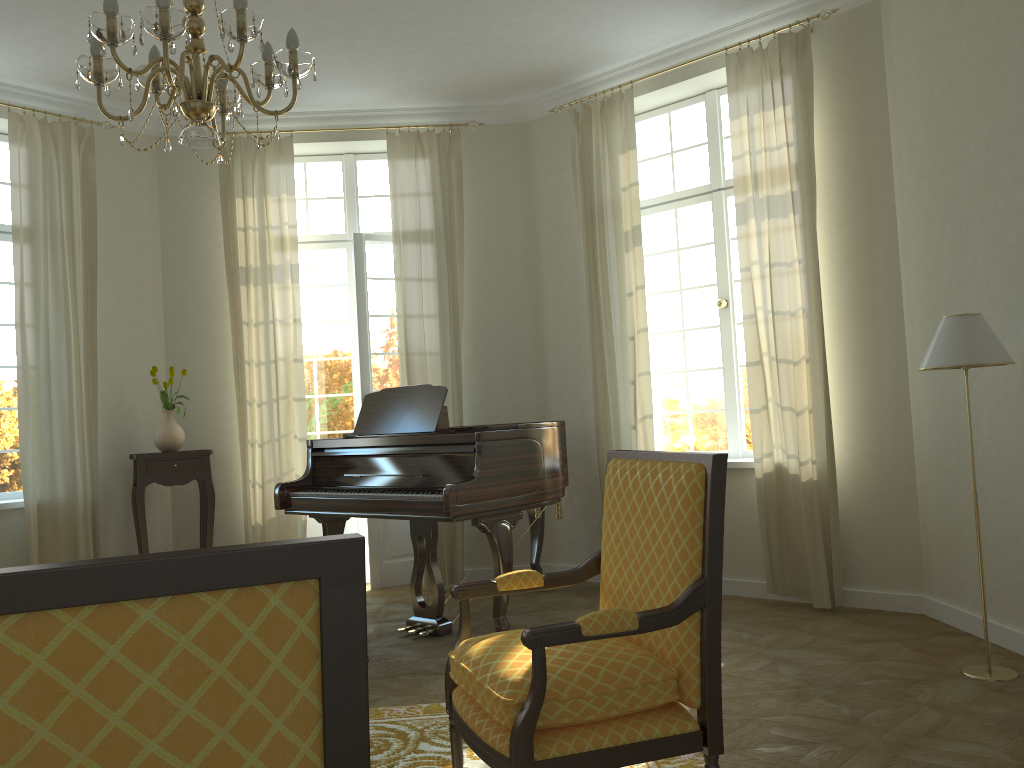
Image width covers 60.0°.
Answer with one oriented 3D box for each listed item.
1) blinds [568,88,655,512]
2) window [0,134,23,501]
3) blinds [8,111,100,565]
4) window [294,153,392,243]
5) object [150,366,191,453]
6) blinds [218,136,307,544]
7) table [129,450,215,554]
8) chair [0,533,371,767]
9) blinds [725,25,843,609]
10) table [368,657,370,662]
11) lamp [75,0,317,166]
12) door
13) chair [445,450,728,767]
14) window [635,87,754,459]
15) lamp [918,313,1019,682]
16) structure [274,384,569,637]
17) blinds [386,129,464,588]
[{"bbox_3d":[0.690,-0.301,6.087,0.162,3.384,0.554,-1,-3,-43],"label":"blinds"},{"bbox_3d":[-3.779,-0.471,5.758,0.181,2.550,1.400,-5,-3,42],"label":"window"},{"bbox_3d":[-3.015,-0.094,5.915,0.159,3.381,0.552,-6,-3,45],"label":"blinds"},{"bbox_3d":[-1.283,-1.488,7.067,1.380,0.680,0.055,-3,-2,-3],"label":"window"},{"bbox_3d":[-2.430,0.177,6.281,0.242,0.609,0.264,-4,-2,21],"label":"object"},{"bbox_3d":[-1.805,-0.136,6.517,0.552,3.386,0.159,-3,-2,-6],"label":"blinds"},{"bbox_3d":[-2.379,1.036,6.250,0.522,1.114,0.344,-2,-3,-28],"label":"table"},{"bbox_3d":[-0.565,0.743,1.165,0.730,1.083,0.671,-2,-2,-21],"label":"chair"},{"bbox_3d":[1.648,-0.385,5.299,0.552,3.381,0.159,-6,-3,45],"label":"blinds"},{"bbox_3d":[-0.856,1.107,2.345,0.922,0.494,0.932,-3,-2,-2],"label":"table"},{"bbox_3d":[-1.036,-1.488,2.858,0.661,1.466,0.662,-2,-3,-34],"label":"lamp"},{"bbox_3d":[-1.174,0.204,6.815,1.385,2.690,0.425,-3,-2,-3],"label":"door"},{"bbox_3d":[0.184,0.756,2.538,0.671,1.083,0.730,-2,-2,-19],"label":"chair"},{"bbox_3d":[1.444,-0.757,6.063,1.400,2.550,0.181,-5,-3,42],"label":"window"},{"bbox_3d":[2.011,0.473,3.847,0.380,1.552,0.380,-3,-2,-8],"label":"lamp"},{"bbox_3d":[-0.238,0.724,5.474,1.514,1.439,1.856,-5,-3,42],"label":"structure"},{"bbox_3d":[-0.563,-0.210,6.540,0.554,3.386,0.162,-3,-2,-9],"label":"blinds"}]
